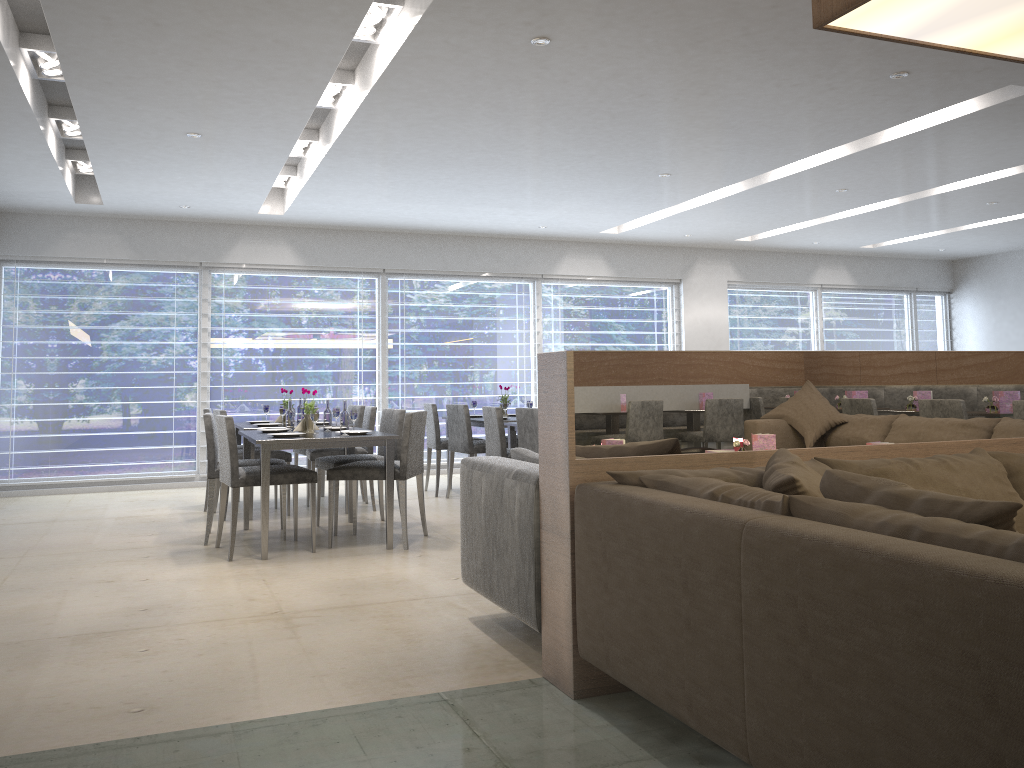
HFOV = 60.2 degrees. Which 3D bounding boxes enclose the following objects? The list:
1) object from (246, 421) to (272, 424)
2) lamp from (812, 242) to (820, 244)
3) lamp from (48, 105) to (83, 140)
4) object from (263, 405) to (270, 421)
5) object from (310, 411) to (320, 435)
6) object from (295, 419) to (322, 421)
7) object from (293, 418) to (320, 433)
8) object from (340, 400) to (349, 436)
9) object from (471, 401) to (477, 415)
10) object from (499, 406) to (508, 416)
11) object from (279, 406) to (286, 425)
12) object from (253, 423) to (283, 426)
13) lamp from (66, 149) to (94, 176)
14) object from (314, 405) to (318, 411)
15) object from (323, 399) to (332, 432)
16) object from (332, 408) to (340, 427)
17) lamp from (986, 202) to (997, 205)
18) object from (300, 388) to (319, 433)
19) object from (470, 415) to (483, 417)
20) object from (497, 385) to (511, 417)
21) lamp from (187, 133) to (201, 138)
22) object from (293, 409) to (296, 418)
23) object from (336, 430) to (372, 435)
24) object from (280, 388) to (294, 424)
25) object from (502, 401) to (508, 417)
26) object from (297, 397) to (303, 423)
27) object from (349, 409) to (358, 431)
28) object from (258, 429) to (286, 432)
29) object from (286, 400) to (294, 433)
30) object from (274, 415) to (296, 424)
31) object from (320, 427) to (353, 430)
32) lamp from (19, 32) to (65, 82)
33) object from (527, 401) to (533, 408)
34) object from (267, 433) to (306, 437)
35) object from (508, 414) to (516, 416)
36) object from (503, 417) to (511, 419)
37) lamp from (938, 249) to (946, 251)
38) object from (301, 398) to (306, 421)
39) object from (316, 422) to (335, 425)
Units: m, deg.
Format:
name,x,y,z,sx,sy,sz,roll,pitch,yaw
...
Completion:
name,x,y,z,sx,sy,sz,roll,pitch,yaw
object,-2.000,0.303,7.009,0.216,0.015,0.216,-1,0,-44
lamp,3.520,-1.634,10.238,0.089,0.007,0.089,-1,0,23
lamp,-2.978,-1.750,5.967,0.226,0.102,0.486,0,0,-22
object,-1.994,0.241,7.178,0.053,0.140,0.053,-3,-4,26
object,-1.162,0.227,5.214,0.053,0.140,0.053,-3,-4,26
object,-1.641,0.298,7.150,0.216,0.015,0.216,-1,0,-44
object,-1.264,0.248,5.443,0.070,0.100,0.203,-3,-2,38
object,-0.950,0.194,5.020,0.052,0.202,0.052,-2,-5,21
object,-0.334,0.218,7.834,0.053,0.140,0.053,-3,-4,26
object,-0.094,0.234,7.532,0.070,0.100,0.203,-3,-2,38
object,-1.716,0.236,6.618,0.053,0.140,0.053,-3,-4,26
object,-1.785,0.299,6.466,0.216,0.015,0.216,-1,0,-44
lamp,-3.387,-1.743,6.998,0.226,0.102,0.486,0,0,-22
object,-1.511,0.234,6.750,0.053,0.140,0.053,-3,-4,26
object,-1.155,0.197,5.536,0.052,0.202,0.052,-2,-5,21
object,-1.169,0.228,5.882,0.053,0.140,0.053,-3,-4,26
lamp,4.379,-1.649,8.072,0.089,0.007,0.089,-1,0,23
object,-1.237,0.159,5.392,0.104,0.278,0.154,1,-4,-24
object,-0.330,0.280,7.668,0.217,0.015,0.216,-1,0,-22
object,-0.068,0.145,7.481,0.104,0.278,0.154,1,-4,-24
lamp,-1.997,-1.560,5.553,0.089,0.007,0.089,-1,0,23
object,-1.440,0.232,5.775,0.053,0.140,0.053,-3,-4,26
object,-0.926,0.286,5.178,0.216,0.015,0.216,-1,0,-41
object,-1.737,0.168,6.822,0.104,0.278,0.154,1,-4,-24
object,-0.056,0.213,7.273,0.053,0.140,0.053,-3,-4,26
object,-1.672,0.206,6.982,0.052,0.202,0.052,-4,-5,33
object,-0.957,0.224,5.347,0.053,0.140,0.053,-3,-4,26
object,-1.500,0.294,5.579,0.216,0.015,0.216,-1,0,-41
object,-1.376,0.201,5.485,0.052,0.202,0.052,-2,-5,21
object,-1.764,0.257,6.873,0.070,0.100,0.203,-3,-2,38
object,-1.141,0.289,5.721,0.216,0.015,0.216,-1,0,-41
lamp,-2.514,-1.758,4.798,0.226,0.102,0.486,0,0,-22
object,0.150,0.211,7.406,0.053,0.140,0.053,-2,-4,20
object,-1.285,0.290,5.036,0.216,0.015,0.216,-1,0,-41
object,0.028,0.275,7.810,0.217,0.015,0.216,-1,0,-22
object,-0.115,0.276,7.126,0.217,0.015,0.216,-1,0,-22
lamp,5.322,-1.659,10.950,0.089,0.007,0.089,-1,0,23
object,-1.507,0.204,6.425,0.052,0.202,0.052,-4,-5,33
object,-1.426,0.294,6.608,0.216,0.015,0.216,-1,0,-44
